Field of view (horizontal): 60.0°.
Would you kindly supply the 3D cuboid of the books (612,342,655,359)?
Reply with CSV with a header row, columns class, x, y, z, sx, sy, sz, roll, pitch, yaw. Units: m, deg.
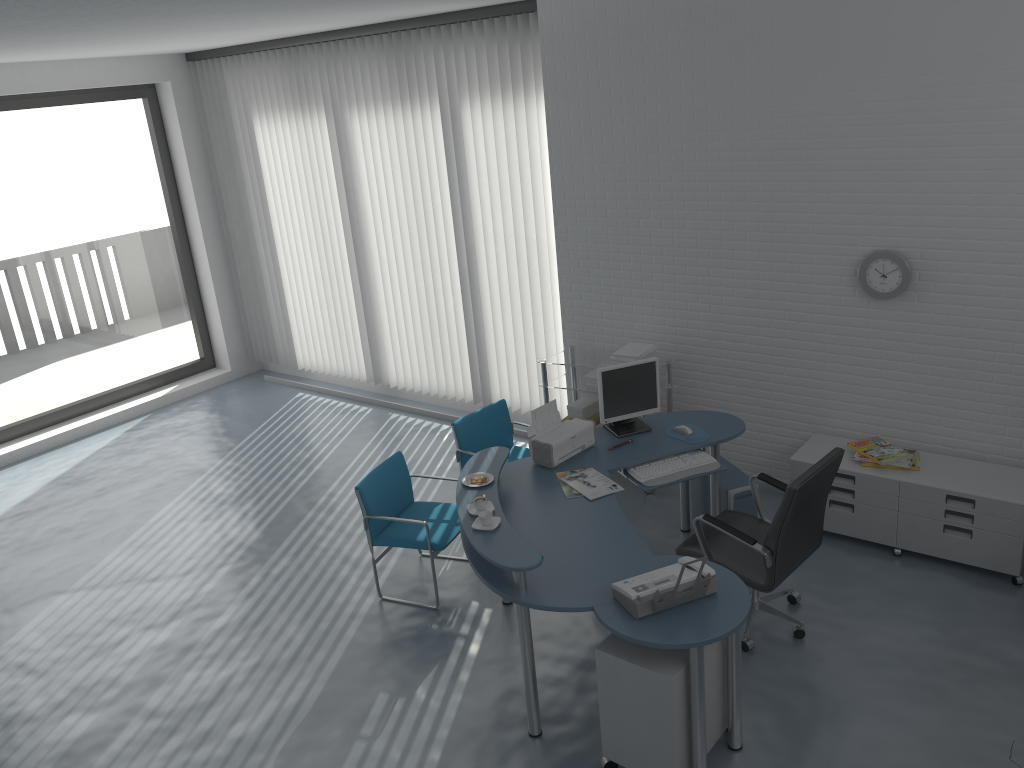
class,x,y,z,sx,sy,sz,roll,pitch,yaw
books,0.812,-0.225,5.911,0.190,0.015,0.270,7,23,33

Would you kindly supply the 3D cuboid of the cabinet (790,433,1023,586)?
class,x,y,z,sx,sy,sz,roll,pitch,yaw
cabinet,2.271,0.681,5.070,1.259,0.484,0.447,10,25,37

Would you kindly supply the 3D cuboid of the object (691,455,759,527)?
class,x,y,z,sx,sy,sz,roll,pitch,yaw
object,1.277,0.722,5.323,0.199,0.422,0.471,-11,20,-14

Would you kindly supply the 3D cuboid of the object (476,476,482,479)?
class,x,y,z,sx,sy,sz,roll,pitch,yaw
object,-0.162,0.463,4.373,0.025,0.005,0.027,-9,20,-8

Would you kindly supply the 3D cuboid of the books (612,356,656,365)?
class,x,y,z,sx,sy,sz,roll,pitch,yaw
books,0.819,-0.154,5.936,0.190,0.015,0.270,8,24,34

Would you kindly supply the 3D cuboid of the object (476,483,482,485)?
class,x,y,z,sx,sy,sz,roll,pitch,yaw
object,-0.160,0.484,4.313,0.027,0.005,0.025,5,22,27

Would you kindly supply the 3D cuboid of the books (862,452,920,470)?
class,x,y,z,sx,sy,sz,roll,pitch,yaw
books,2.160,0.428,5.058,0.300,0.020,0.210,3,21,23

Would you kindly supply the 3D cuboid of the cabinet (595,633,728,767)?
class,x,y,z,sx,sy,sz,roll,pitch,yaw
cabinet,0.653,1.275,3.677,0.383,0.605,0.559,11,25,39

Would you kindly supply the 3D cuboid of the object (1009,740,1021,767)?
class,x,y,z,sx,sy,sz,roll,pitch,yaw
object,1.499,1.469,2.347,0.312,0.972,0.357,-1,20,14

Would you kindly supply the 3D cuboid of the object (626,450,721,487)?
class,x,y,z,sx,sy,sz,roll,pitch,yaw
object,0.863,0.441,4.750,0.478,0.028,0.276,-12,21,-18

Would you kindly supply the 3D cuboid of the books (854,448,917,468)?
class,x,y,z,sx,sy,sz,roll,pitch,yaw
books,2.132,0.408,5.063,0.300,0.020,0.210,7,23,32

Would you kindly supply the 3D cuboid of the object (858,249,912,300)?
class,x,y,z,sx,sy,sz,roll,pitch,yaw
object,2.087,-0.612,4.966,0.279,0.277,0.041,10,25,37

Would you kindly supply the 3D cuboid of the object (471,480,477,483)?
class,x,y,z,sx,sy,sz,roll,pitch,yaw
object,-0.186,0.477,4.327,0.027,0.005,0.025,1,21,18

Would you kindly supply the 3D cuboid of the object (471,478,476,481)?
class,x,y,z,sx,sy,sz,roll,pitch,yaw
object,-0.189,0.471,4.358,0.025,0.005,0.027,-10,20,-13

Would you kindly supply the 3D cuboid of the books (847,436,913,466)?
class,x,y,z,sx,sy,sz,roll,pitch,yaw
books,2.107,0.381,5.084,0.210,0.020,0.300,-11,20,-14

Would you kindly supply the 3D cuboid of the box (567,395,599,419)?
class,x,y,z,sx,sy,sz,roll,pitch,yaw
box,0.518,0.169,6.303,0.139,0.090,0.234,13,27,41

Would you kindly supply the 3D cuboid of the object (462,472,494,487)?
class,x,y,z,sx,sy,sz,roll,pitch,yaw
object,-0.166,0.472,4.345,0.162,0.011,0.162,-8,20,-7

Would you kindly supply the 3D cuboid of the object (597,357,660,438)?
class,x,y,z,sx,sy,sz,roll,pitch,yaw
object,0.649,0.064,5.081,0.365,0.417,0.212,-11,20,-16

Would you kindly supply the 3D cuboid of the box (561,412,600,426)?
class,x,y,z,sx,sy,sz,roll,pitch,yaw
box,0.528,0.273,6.341,0.207,0.133,0.347,8,23,33

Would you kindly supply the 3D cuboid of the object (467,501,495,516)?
class,x,y,z,sx,sy,sz,roll,pitch,yaw
object,-0.142,0.572,4.060,0.119,0.016,0.119,-10,20,-12

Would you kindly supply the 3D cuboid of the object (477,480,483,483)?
class,x,y,z,sx,sy,sz,roll,pitch,yaw
object,-0.155,0.475,4.323,0.025,0.005,0.027,6,23,29

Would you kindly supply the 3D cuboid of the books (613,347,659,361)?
class,x,y,z,sx,sy,sz,roll,pitch,yaw
books,0.828,-0.212,5.916,0.190,0.015,0.270,10,25,37

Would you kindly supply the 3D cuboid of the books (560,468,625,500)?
class,x,y,z,sx,sy,sz,roll,pitch,yaw
books,0.404,0.509,4.514,0.200,0.010,0.300,-15,21,-24

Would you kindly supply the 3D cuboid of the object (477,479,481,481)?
class,x,y,z,sx,sy,sz,roll,pitch,yaw
object,-0.159,0.474,4.341,0.025,0.005,0.027,3,21,24

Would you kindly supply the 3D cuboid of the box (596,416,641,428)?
class,x,y,z,sx,sy,sz,roll,pitch,yaw
box,0.759,0.314,6.163,0.207,0.133,0.347,10,25,37

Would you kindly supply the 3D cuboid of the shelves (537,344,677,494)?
class,x,y,z,sx,sy,sz,roll,pitch,yaw
shelves,0.679,0.232,6.227,0.896,0.848,0.441,10,25,38

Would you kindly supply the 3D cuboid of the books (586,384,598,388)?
class,x,y,z,sx,sy,sz,roll,pitch,yaw
books,0.663,-0.024,6.141,0.190,0.015,0.270,8,24,33

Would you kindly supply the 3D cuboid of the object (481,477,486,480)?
class,x,y,z,sx,sy,sz,roll,pitch,yaw
object,-0.141,0.465,4.349,0.027,0.005,0.025,-7,20,-4

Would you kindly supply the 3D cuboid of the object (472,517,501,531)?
class,x,y,z,sx,sy,sz,roll,pitch,yaw
object,-0.113,0.619,3.921,0.119,0.016,0.119,1,21,17

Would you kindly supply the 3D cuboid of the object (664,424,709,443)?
class,x,y,z,sx,sy,sz,roll,pitch,yaw
object,0.995,0.266,5.003,0.213,0.026,0.285,-20,24,-35

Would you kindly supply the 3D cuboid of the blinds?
class,x,y,z,sx,sy,sz,roll,pitch,yaw
blinds,-1.269,-1.382,7.657,4.001,2.955,0.158,10,25,37

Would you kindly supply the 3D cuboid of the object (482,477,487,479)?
class,x,y,z,sx,sy,sz,roll,pitch,yaw
object,-0.136,0.464,4.363,0.025,0.005,0.027,-3,20,7

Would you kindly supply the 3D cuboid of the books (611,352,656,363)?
class,x,y,z,sx,sy,sz,roll,pitch,yaw
books,0.812,-0.184,5.932,0.190,0.015,0.270,10,25,37

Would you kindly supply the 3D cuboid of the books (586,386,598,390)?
class,x,y,z,sx,sy,sz,roll,pitch,yaw
books,0.665,-0.010,6.146,0.190,0.015,0.270,9,24,36

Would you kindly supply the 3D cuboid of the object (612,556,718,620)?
class,x,y,z,sx,sy,sz,roll,pitch,yaw
object,0.626,0.715,3.470,0.405,0.280,0.399,-13,21,-19

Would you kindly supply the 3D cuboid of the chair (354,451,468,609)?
class,x,y,z,sx,sy,sz,roll,pitch,yaw
chair,-0.527,0.824,5.116,0.543,0.707,0.542,3,21,23

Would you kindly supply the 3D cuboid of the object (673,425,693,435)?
class,x,y,z,sx,sy,sz,roll,pitch,yaw
object,0.967,0.255,5.019,0.054,0.035,0.115,-21,25,-37

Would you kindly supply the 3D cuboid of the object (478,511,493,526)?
class,x,y,z,sx,sy,sz,roll,pitch,yaw
object,-0.109,0.594,3.917,0.078,0.049,0.062,-16,22,-27

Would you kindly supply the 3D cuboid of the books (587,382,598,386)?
class,x,y,z,sx,sy,sz,roll,pitch,yaw
books,0.671,-0.038,6.133,0.190,0.015,0.270,10,25,37

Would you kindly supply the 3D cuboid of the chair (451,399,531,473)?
class,x,y,z,sx,sy,sz,roll,pitch,yaw
chair,-0.022,0.541,5.767,0.543,0.707,0.542,13,27,41

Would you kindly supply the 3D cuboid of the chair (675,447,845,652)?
class,x,y,z,sx,sy,sz,roll,pitch,yaw
chair,1.221,0.770,4.416,0.652,0.948,0.584,13,27,42

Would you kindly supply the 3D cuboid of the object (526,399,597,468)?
class,x,y,z,sx,sy,sz,roll,pitch,yaw
object,0.262,0.257,4.861,0.197,0.273,0.392,13,27,42

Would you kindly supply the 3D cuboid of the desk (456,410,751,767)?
class,x,y,z,sx,sy,sz,roll,pitch,yaw
desk,0.469,0.847,4.483,1.402,0.900,2.282,-1,20,14

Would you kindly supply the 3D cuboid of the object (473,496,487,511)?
class,x,y,z,sx,sy,sz,roll,pitch,yaw
object,-0.141,0.547,4.058,0.062,0.049,0.078,5,22,28

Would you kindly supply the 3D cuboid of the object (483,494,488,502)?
class,x,y,z,sx,sy,sz,roll,pitch,yaw
object,-0.129,0.535,4.148,0.025,0.021,0.119,-7,20,-3

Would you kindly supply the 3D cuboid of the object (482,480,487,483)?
class,x,y,z,sx,sy,sz,roll,pitch,yaw
object,-0.133,0.475,4.331,0.025,0.005,0.027,-3,20,7

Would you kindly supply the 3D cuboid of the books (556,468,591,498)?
class,x,y,z,sx,sy,sz,roll,pitch,yaw
books,0.349,0.505,4.545,0.200,0.005,0.300,-8,20,-5

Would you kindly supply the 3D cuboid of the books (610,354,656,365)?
class,x,y,z,sx,sy,sz,roll,pitch,yaw
books,0.809,-0.169,5.934,0.190,0.015,0.270,11,25,39

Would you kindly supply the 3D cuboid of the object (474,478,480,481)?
class,x,y,z,sx,sy,sz,roll,pitch,yaw
object,-0.172,0.467,4.353,0.025,0.005,0.027,13,27,41

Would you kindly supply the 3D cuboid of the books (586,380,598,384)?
class,x,y,z,sx,sy,sz,roll,pitch,yaw
books,0.665,-0.050,6.125,0.190,0.015,0.270,9,24,36

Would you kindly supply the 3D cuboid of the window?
class,x,y,z,sx,sy,sz,roll,pitch,yaw
window,-4.233,-1.034,7.871,0.008,2.691,2.824,10,25,37

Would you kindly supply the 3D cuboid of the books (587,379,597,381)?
class,x,y,z,sx,sy,sz,roll,pitch,yaw
books,0.667,-0.067,6.126,0.190,0.015,0.270,11,25,38

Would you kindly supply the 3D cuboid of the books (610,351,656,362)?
class,x,y,z,sx,sy,sz,roll,pitch,yaw
books,0.807,-0.196,5.921,0.190,0.015,0.270,11,26,39

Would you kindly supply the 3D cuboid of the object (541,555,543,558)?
class,x,y,z,sx,sy,sz,roll,pitch,yaw
object,0.078,0.736,3.965,0.011,0.010,0.200,-18,23,-30

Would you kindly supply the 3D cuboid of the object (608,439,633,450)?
class,x,y,z,sx,sy,sz,roll,pitch,yaw
object,0.600,0.339,4.927,0.178,0.013,0.013,-18,23,-30

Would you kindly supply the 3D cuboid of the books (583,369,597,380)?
class,x,y,z,sx,sy,sz,roll,pitch,yaw
books,0.644,-0.079,6.120,0.190,0.015,0.270,8,24,34
